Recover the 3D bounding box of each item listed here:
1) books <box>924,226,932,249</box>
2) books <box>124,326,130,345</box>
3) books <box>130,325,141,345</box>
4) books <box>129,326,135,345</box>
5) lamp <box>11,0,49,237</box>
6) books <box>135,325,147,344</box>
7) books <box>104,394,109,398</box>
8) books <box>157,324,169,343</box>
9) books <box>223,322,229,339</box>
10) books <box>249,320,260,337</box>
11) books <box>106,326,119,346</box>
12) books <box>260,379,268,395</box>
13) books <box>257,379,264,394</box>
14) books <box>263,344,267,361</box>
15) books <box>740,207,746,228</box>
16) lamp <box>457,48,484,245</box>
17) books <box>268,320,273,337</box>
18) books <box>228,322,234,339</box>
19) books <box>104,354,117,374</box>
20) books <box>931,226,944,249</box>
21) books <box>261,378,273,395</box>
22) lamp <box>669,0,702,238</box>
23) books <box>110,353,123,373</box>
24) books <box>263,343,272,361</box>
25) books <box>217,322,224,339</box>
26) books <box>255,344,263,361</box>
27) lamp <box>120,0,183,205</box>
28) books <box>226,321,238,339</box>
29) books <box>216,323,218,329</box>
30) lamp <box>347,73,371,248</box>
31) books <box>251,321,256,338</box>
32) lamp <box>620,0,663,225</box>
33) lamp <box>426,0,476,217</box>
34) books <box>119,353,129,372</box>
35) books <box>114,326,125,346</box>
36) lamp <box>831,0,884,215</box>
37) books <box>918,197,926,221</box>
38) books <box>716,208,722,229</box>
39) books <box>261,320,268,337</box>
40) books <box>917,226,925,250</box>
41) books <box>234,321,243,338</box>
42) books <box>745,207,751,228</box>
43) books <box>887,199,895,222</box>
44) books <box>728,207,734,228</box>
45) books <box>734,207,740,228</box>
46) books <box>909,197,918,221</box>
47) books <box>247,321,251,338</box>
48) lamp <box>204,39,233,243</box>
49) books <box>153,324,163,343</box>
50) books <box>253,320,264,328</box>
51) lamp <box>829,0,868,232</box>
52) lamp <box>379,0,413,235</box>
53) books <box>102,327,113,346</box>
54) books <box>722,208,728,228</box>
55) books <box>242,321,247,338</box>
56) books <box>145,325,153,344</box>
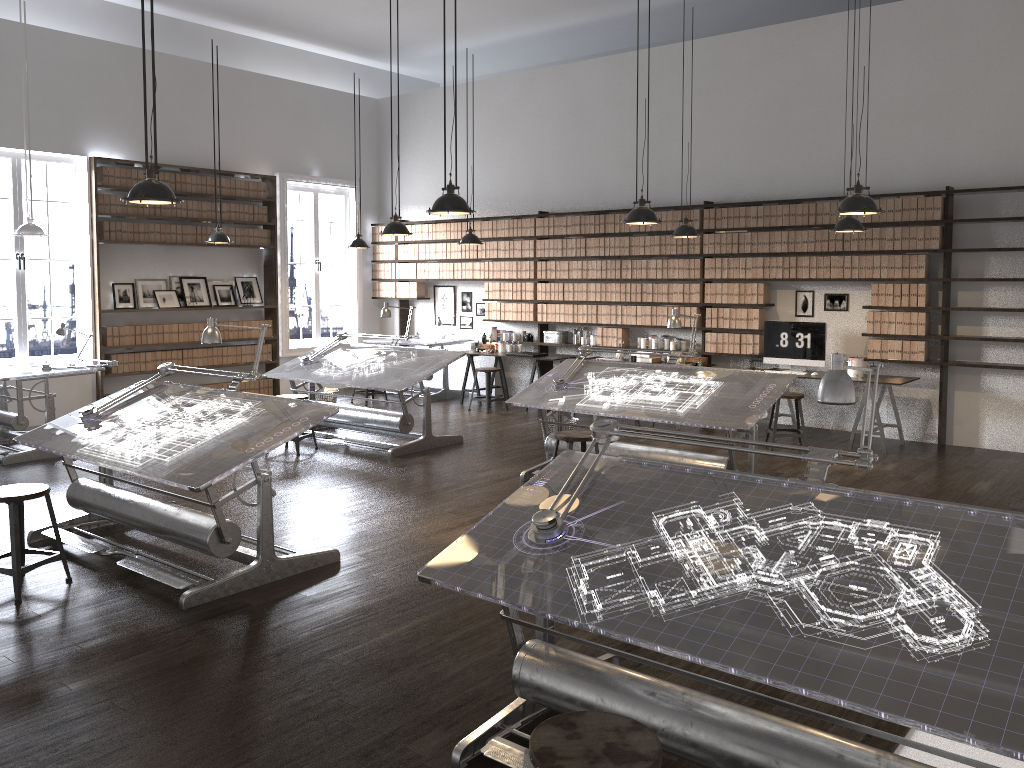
[{"bbox_3d":[4.007,-1.393,8.473,0.067,0.225,0.175,3,6,39],"label":"books"},{"bbox_3d":[-4.630,-0.577,10.551,0.175,0.225,0.067,4,6,39],"label":"books"},{"bbox_3d":[-4.540,-0.589,10.657,0.175,0.225,0.067,4,6,39],"label":"books"},{"bbox_3d":[-4.591,-0.583,10.603,0.175,0.225,0.067,4,6,39],"label":"books"},{"bbox_3d":[-4.561,-2.522,8.314,0.311,2.245,0.314,1,4,19],"label":"lamp"},{"bbox_3d":[-4.497,-0.597,10.719,0.175,0.225,0.067,4,6,39],"label":"books"},{"bbox_3d":[-4.775,0.243,10.429,0.175,0.225,0.067,4,6,39],"label":"books"},{"bbox_3d":[-4.315,-0.622,10.932,0.175,0.225,0.067,4,6,39],"label":"books"},{"bbox_3d":[-3.789,-0.699,11.591,0.175,0.225,0.067,4,6,39],"label":"books"},{"bbox_3d":[-3.485,-0.743,11.958,0.175,0.225,0.067,4,6,39],"label":"books"},{"bbox_3d":[-4.712,-0.564,10.443,0.175,0.225,0.067,4,6,39],"label":"books"},{"bbox_3d":[-3.413,0.046,12.107,0.175,0.225,0.067,4,6,39],"label":"books"},{"bbox_3d":[-3.456,0.053,12.046,0.175,0.225,0.067,4,6,39],"label":"books"},{"bbox_3d":[-3.417,-0.433,12.070,0.175,0.225,0.067,4,6,39],"label":"books"},{"bbox_3d":[2.543,-1.807,9.631,0.067,0.225,0.175,3,6,39],"label":"books"},{"bbox_3d":[-0.484,-2.750,10.252,0.311,2.245,0.314,1,4,19],"label":"lamp"},{"bbox_3d":[-3.355,-0.761,12.116,0.175,0.225,0.067,4,6,39],"label":"books"},{"bbox_3d":[-3.740,-0.706,11.644,0.175,0.225,0.067,4,6,39],"label":"books"},{"bbox_3d":[-4.731,-0.241,10.440,0.175,0.225,0.067,4,6,39],"label":"books"},{"bbox_3d":[4.055,-1.388,8.432,0.067,0.225,0.175,3,6,39],"label":"books"},{"bbox_3d":[-3.364,0.039,12.164,0.175,0.225,0.067,4,6,39],"label":"books"},{"bbox_3d":[1.681,-2.544,8.503,0.313,2.245,0.311,-2,4,-26],"label":"lamp"},{"bbox_3d":[-4.686,-0.248,10.496,0.175,0.225,0.067,4,6,39],"label":"books"},{"bbox_3d":[-3.369,-0.439,12.123,0.175,0.225,0.067,4,6,39],"label":"books"},{"bbox_3d":[-3.832,-0.692,11.530,0.175,0.225,0.067,4,6,39],"label":"books"},{"bbox_3d":[-3.461,-0.426,12.015,0.175,0.225,0.067,4,6,39],"label":"books"},{"bbox_3d":[-1.927,-2.092,4.671,0.311,2.245,0.314,1,4,19],"label":"lamp"},{"bbox_3d":[-3.699,-0.712,11.701,0.175,0.225,0.067,4,6,39],"label":"books"},{"bbox_3d":[-3.883,-0.686,11.476,0.175,0.225,0.067,4,6,39],"label":"books"},{"bbox_3d":[-2.000,-2.893,11.471,0.311,2.245,0.314,1,4,19],"label":"lamp"},{"bbox_3d":[-3.528,-0.737,11.907,0.175,0.225,0.067,4,6,39],"label":"books"},{"bbox_3d":[0.955,-2.302,6.447,0.313,2.245,0.311,-2,4,-26],"label":"lamp"},{"bbox_3d":[-0.383,-2.178,5.456,0.313,2.258,0.311,-2,4,-26],"label":"lamp"},{"bbox_3d":[-4.643,-0.254,10.555,0.175,0.225,0.067,4,6,39],"label":"books"},{"bbox_3d":[-4.666,-0.571,10.499,0.175,0.225,0.067,4,6,39],"label":"books"},{"bbox_3d":[2.163,-2.187,5.472,0.311,2.245,0.314,1,4,19],"label":"lamp"},{"bbox_3d":[3.953,-1.674,8.499,0.067,0.225,0.175,3,6,39],"label":"books"},{"bbox_3d":[2.330,-1.829,9.812,0.067,0.225,0.175,3,6,39],"label":"books"},{"bbox_3d":[-3.401,-0.756,12.070,0.175,0.225,0.067,4,6,39],"label":"books"},{"bbox_3d":[3.952,-1.397,8.511,0.067,0.225,0.175,3,6,39],"label":"books"},{"bbox_3d":[-3.654,-0.719,11.756,0.175,0.225,0.067,4,6,39],"label":"books"},{"bbox_3d":[2.598,-1.803,9.592,0.067,0.225,0.175,3,6,39],"label":"books"},{"bbox_3d":[3.732,-1.695,8.675,0.067,0.225,0.175,3,6,39],"label":"books"},{"bbox_3d":[2.440,-1.818,9.722,0.067,0.225,0.175,3,6,39],"label":"books"},{"bbox_3d":[2.495,-1.813,9.678,0.067,0.225,0.175,3,6,39],"label":"books"},{"bbox_3d":[3.894,-1.679,8.545,0.067,0.225,0.175,3,6,39],"label":"books"},{"bbox_3d":[-3.569,-0.731,11.859,0.175,0.225,0.067,4,6,39],"label":"books"},{"bbox_3d":[-3.296,-2.706,9.881,0.311,2.245,0.314,1,4,19],"label":"lamp"},{"bbox_3d":[-4.362,-0.616,10.883,0.175,0.225,0.067,4,6,39],"label":"books"},{"bbox_3d":[-3.444,-0.749,12.014,0.175,0.225,0.067,4,6,39],"label":"books"},{"bbox_3d":[2.889,-2.429,7.527,0.313,2.245,0.311,-2,4,-26],"label":"lamp"},{"bbox_3d":[-1.069,-2.494,8.082,0.313,2.245,0.311,-2,4,-31],"label":"lamp"},{"bbox_3d":[-4.760,-0.558,10.389,0.175,0.225,0.067,4,6,39],"label":"books"},{"bbox_3d":[2.382,-1.823,9.763,0.067,0.225,0.175,3,6,39],"label":"books"},{"bbox_3d":[-3.607,-0.725,11.805,0.175,0.225,0.067,4,6,39],"label":"books"},{"bbox_3d":[-4.448,-0.603,10.771,0.175,0.225,0.067,4,6,39],"label":"books"}]
